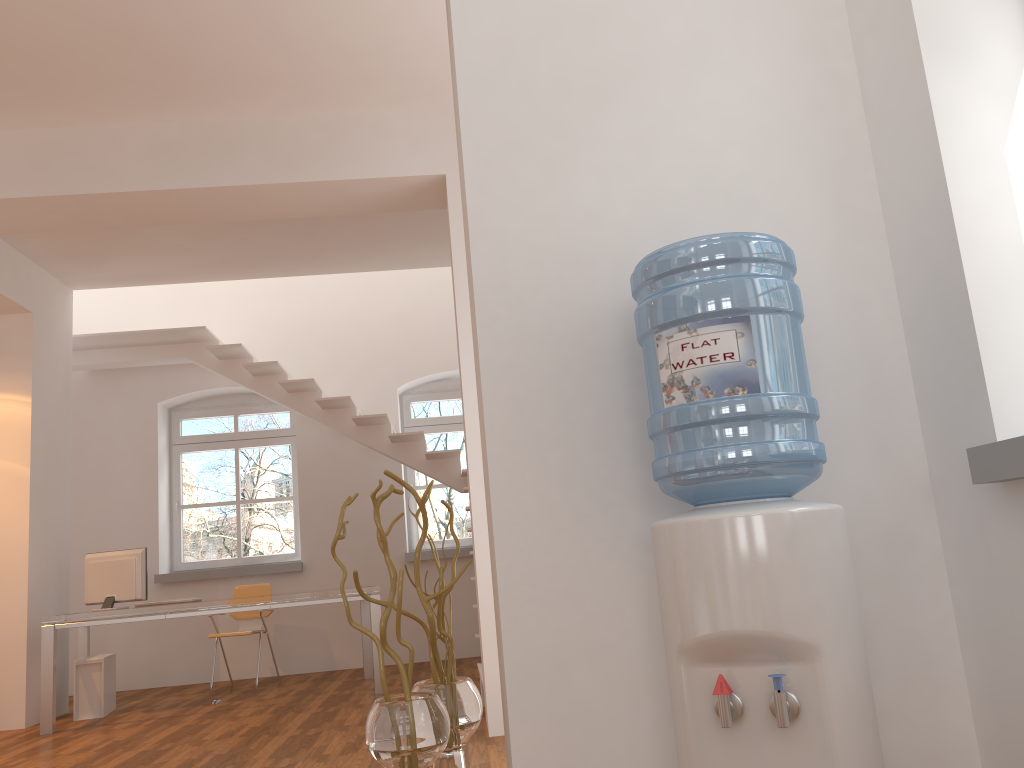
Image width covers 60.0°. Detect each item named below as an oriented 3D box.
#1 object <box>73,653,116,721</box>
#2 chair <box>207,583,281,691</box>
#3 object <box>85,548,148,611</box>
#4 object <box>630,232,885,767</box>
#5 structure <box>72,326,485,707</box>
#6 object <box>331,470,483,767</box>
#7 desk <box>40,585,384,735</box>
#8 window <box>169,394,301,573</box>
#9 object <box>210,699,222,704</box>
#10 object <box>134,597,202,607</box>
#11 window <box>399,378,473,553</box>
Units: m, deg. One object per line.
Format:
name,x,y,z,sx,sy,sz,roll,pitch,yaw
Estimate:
object,-3.090,2.242,6.582,0.200,0.422,0.474,-2,-12,-14
chair,-2.292,2.139,7.548,0.495,0.829,0.464,-7,-11,10
object,-2.919,1.423,6.433,0.516,0.418,0.245,-10,-12,25
object,0.525,0.434,1.925,0.436,1.490,0.436,-1,-12,-19
structure,-1.564,0.803,6.764,4.630,3.042,3.450,-4,-11,-4
object,-0.216,0.781,2.361,0.284,1.112,0.655,-8,-12,16
desk,-2.138,1.988,6.617,2.239,0.750,1.092,-2,-12,-14
window,-2.723,0.951,8.784,1.308,1.737,0.142,-4,-11,-4
object,-2.202,2.365,6.597,0.054,0.035,0.115,-6,-11,5
object,-2.645,1.676,6.828,0.467,0.031,0.200,-6,-11,5
window,-0.443,0.784,8.958,1.308,1.737,0.142,-4,-11,-4
